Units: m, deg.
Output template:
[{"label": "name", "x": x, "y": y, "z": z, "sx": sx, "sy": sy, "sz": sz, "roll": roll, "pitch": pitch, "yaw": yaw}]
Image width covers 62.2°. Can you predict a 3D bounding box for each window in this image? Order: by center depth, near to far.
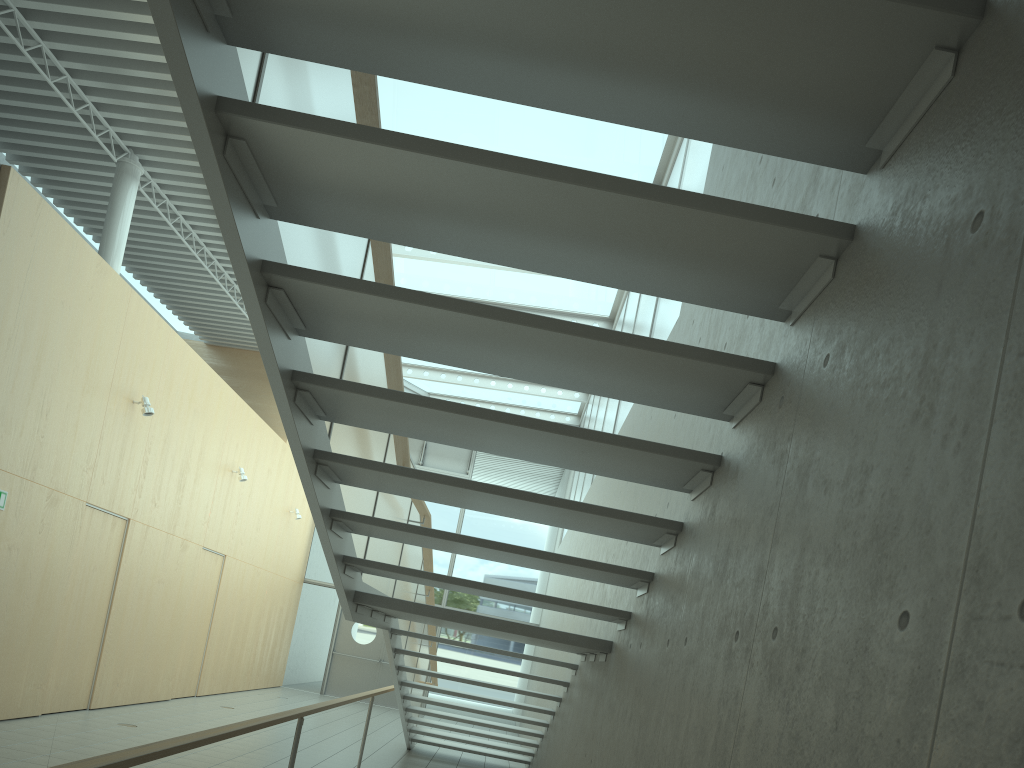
[{"label": "window", "x": -1.263, "y": 1.408, "z": 11.152, "sx": 4.780, "sy": 6.106, "sz": 16.488, "roll": 11, "pitch": -16, "yaw": 2}, {"label": "window", "x": 1.172, "y": 0.324, "z": 11.215, "sx": 0.030, "sy": 2.671, "sz": 16.309, "roll": 11, "pitch": -17, "yaw": 3}, {"label": "window", "x": -1.577, "y": 3.408, "z": 16.743, "sx": 4.860, "sy": 6.198, "sz": 0.111, "roll": 11, "pitch": -2, "yaw": 0}]

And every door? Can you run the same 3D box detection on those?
[{"label": "door", "x": -2.536, "y": 5.259, "z": 16.672, "sx": 1.923, "sy": 2.078, "sz": 0.177, "roll": 11, "pitch": -2, "yaw": 0}]

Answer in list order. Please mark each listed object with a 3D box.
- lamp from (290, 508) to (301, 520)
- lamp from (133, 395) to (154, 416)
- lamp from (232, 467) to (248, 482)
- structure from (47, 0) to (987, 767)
[{"label": "lamp", "x": -3.751, "y": 2.246, "z": 14.714, "sx": 0.237, "sy": 0.193, "sz": 0.141, "roll": 15, "pitch": -8, "yaw": -19}, {"label": "lamp", "x": -3.665, "y": 0.212, "z": 8.443, "sx": 0.237, "sy": 0.193, "sz": 0.141, "roll": 15, "pitch": -8, "yaw": -19}, {"label": "lamp", "x": -3.708, "y": 1.226, "z": 11.568, "sx": 0.237, "sy": 0.193, "sz": 0.141, "roll": 15, "pitch": -8, "yaw": -19}, {"label": "structure", "x": -0.106, "y": 1.193, "z": 5.263, "sx": 1.884, "sy": 4.099, "sz": 13.140, "roll": 11, "pitch": -16, "yaw": 3}]
